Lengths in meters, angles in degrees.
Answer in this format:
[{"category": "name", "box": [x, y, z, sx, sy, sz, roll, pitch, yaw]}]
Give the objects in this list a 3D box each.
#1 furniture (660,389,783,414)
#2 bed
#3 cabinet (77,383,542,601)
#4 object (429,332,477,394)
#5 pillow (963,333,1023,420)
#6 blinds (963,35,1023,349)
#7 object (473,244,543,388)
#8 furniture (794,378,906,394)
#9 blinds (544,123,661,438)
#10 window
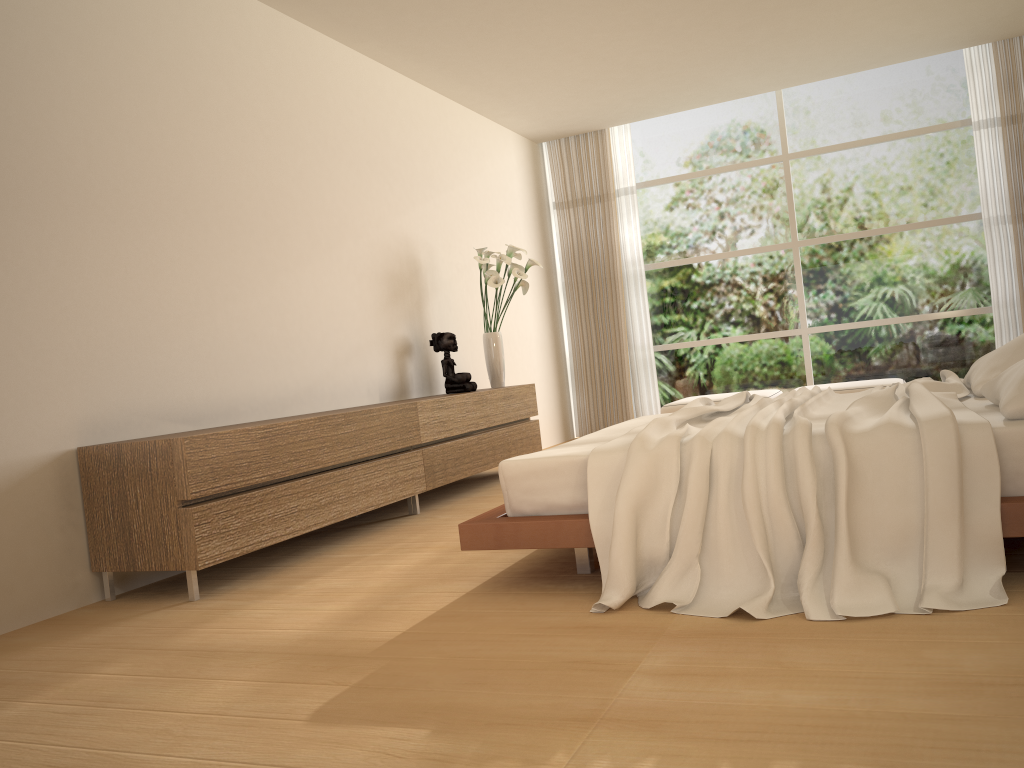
[{"category": "furniture", "box": [1.917, 0.274, 7.985, 0.965, 0.346, 0.964, -6, 1, 24]}, {"category": "bed", "box": [1.360, 0.289, 3.583, 2.535, 0.570, 2.599, -6, 1, 24]}, {"category": "cabinet", "box": [-0.789, 0.460, 5.317, 0.588, 0.662, 3.713, -6, 1, 24]}, {"category": "object", "box": [-0.417, -0.159, 6.374, 0.282, 0.453, 0.181, -6, 1, 24]}, {"category": "pillow", "box": [2.032, -0.111, 3.311, 0.561, 0.339, 1.720, -6, 1, 24]}, {"category": "blinds", "box": [4.422, -1.514, 7.507, 0.814, 3.351, 0.202, -6, 1, 23]}, {"category": "object", "box": [-0.034, -0.527, 6.725, 0.515, 1.085, 0.608, -7, 1, -18]}, {"category": "furniture", "box": [2.861, 0.173, 7.570, 0.965, 0.346, 0.964, -6, 1, 24]}, {"category": "blinds", "box": [0.905, -1.139, 9.110, 0.950, 3.352, 0.211, -6, 1, 22]}, {"category": "window", "box": [2.741, -1.348, 8.583, 4.781, 3.371, 0.071, -6, 1, 24]}]
